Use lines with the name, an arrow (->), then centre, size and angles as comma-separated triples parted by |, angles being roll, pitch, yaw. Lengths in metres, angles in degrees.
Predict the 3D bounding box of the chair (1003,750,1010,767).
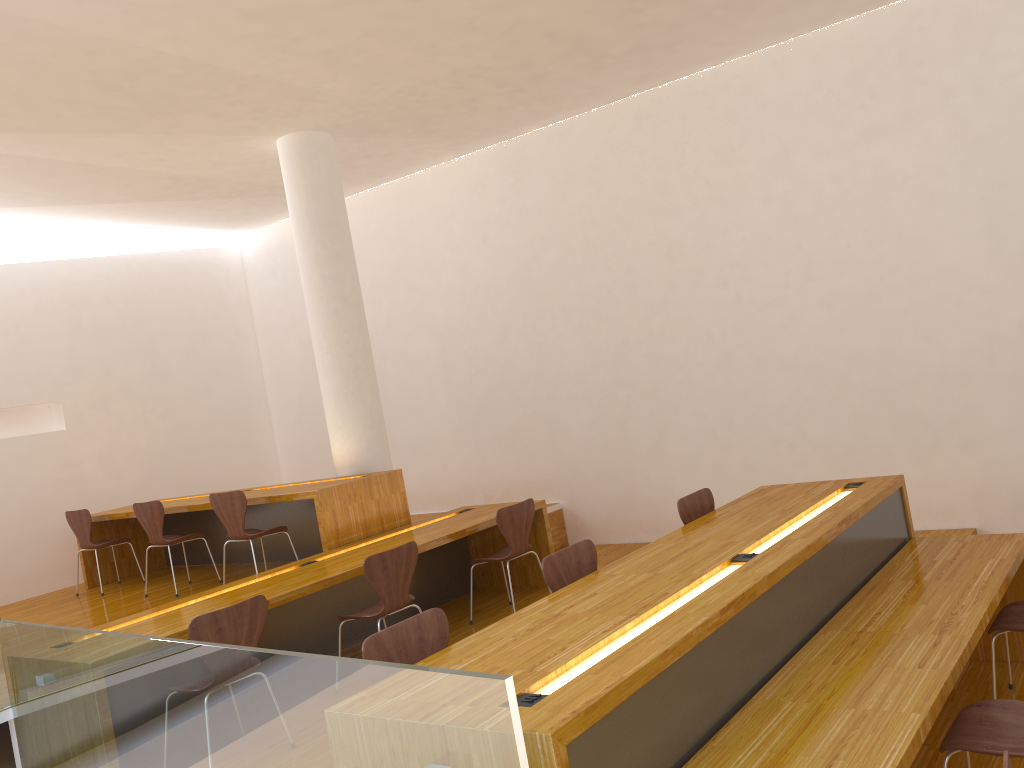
chair -> 0.943, 1.205, 1.970 | 0.381, 0.693, 0.428 | -11, -1, 37

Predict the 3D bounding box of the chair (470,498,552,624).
chair -> -0.051, 1.098, 5.544 | 0.381, 0.693, 0.428 | -11, -1, 37

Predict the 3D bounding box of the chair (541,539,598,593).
chair -> 0.420, 0.994, 3.560 | 0.381, 0.693, 0.428 | -11, -1, 37

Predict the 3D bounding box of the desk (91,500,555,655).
desk -> -0.968, 1.308, 5.054 | 0.760, 0.606, 3.185 | -11, -1, 37

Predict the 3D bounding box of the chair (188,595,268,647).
chair -> -1.273, 1.304, 3.860 | 0.381, 0.693, 0.428 | -11, -1, 37

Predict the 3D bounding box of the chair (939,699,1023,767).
chair -> 1.525, 1.107, 2.742 | 0.381, 0.693, 0.428 | -11, -1, 37

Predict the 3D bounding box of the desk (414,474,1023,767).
desk -> 1.014, 1.092, 3.294 | 1.285, 0.918, 3.236 | -11, -1, 37

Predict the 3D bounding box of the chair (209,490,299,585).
chair -> -1.703, 1.025, 5.900 | 0.428, 0.693, 0.381 | -11, -1, 37

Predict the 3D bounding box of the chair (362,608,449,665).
chair -> -0.162, 1.093, 2.789 | 0.381, 0.693, 0.428 | -11, -1, 37

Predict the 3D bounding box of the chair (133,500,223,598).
chair -> -2.461, 1.168, 6.490 | 0.428, 0.693, 0.381 | -11, -1, 37

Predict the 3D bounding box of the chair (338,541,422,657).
chair -> -0.691, 1.205, 4.631 | 0.381, 0.693, 0.428 | -11, -1, 37

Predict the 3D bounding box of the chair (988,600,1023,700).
chair -> 2.165, 0.999, 3.654 | 0.381, 0.693, 0.428 | -11, -1, 37

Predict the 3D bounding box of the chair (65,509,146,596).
chair -> -3.312, 1.328, 7.200 | 0.428, 0.693, 0.381 | -11, -1, 37

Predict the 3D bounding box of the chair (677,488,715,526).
chair -> 1.120, 0.876, 4.426 | 0.381, 0.693, 0.428 | -11, -1, 37

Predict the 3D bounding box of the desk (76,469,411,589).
desk -> -2.180, 1.159, 6.813 | 3.185, 0.606, 0.760 | -11, -1, 37
